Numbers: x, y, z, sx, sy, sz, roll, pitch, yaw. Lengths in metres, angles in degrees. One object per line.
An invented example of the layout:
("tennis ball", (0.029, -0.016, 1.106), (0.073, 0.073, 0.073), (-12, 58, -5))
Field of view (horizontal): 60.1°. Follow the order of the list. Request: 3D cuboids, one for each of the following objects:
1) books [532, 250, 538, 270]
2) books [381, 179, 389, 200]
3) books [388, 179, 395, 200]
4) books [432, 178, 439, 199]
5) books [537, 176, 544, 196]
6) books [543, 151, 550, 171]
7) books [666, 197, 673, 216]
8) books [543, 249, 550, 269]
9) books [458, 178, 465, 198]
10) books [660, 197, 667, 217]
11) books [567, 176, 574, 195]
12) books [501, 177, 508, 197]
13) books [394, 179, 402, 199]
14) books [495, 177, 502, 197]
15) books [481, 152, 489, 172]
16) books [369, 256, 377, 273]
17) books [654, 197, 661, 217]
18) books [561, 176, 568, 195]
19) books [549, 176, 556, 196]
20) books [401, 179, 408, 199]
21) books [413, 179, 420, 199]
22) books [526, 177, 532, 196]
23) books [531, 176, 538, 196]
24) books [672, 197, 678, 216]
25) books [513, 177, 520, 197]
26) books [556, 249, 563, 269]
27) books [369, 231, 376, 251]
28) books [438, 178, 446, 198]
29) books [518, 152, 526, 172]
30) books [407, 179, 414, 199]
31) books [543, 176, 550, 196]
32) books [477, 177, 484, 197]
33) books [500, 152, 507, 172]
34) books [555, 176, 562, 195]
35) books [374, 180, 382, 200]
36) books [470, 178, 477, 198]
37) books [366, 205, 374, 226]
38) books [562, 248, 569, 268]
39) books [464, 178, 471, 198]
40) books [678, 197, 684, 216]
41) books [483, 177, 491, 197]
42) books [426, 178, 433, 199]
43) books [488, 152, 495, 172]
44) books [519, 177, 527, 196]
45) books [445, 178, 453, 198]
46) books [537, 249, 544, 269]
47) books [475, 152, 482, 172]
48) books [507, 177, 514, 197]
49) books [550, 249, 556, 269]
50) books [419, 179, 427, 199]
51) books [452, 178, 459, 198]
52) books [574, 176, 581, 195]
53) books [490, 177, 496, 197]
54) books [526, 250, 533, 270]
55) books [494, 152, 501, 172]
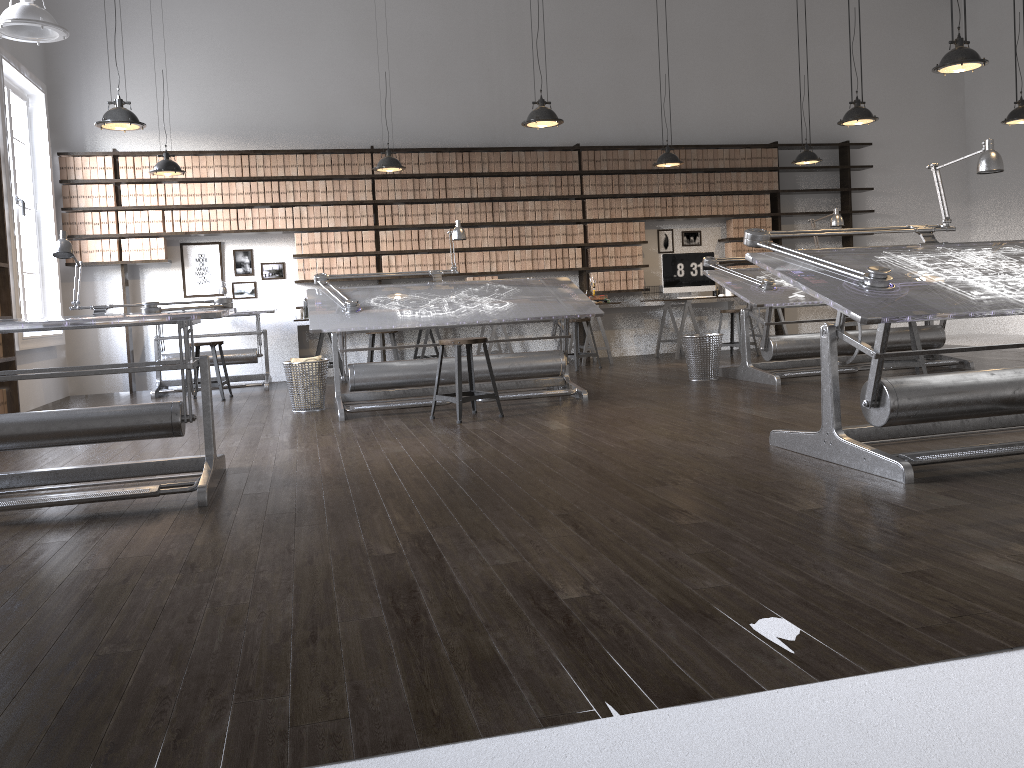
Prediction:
("books", (0.238, -1.400, 10.015), (0.067, 0.225, 0.175), (-4, 4, -13))
("books", (-1.385, -2.094, 9.606), (0.067, 0.225, 0.175), (-4, 4, -13))
("books", (-1.315, -2.099, 9.618), (0.067, 0.225, 0.175), (-4, 4, -13))
("books", (-0.848, -2.134, 9.734), (0.067, 0.225, 0.175), (-4, 4, -13))
("books", (0.297, -2.220, 10.003), (0.067, 0.225, 0.175), (-4, 4, -13))
("books", (0.369, -2.502, 10.008), (0.067, 0.225, 0.175), (-4, 4, -13))
("books", (1.812, -2.064, 10.363), (0.067, 0.225, 0.175), (-4, 4, -13))
("books", (0.377, -1.410, 10.043), (0.067, 0.225, 0.175), (-4, 4, -13))
("books", (-0.576, -2.154, 9.790), (0.067, 0.225, 0.175), (-4, 4, -13))
("books", (1.738, -2.059, 10.351), (0.067, 0.225, 0.175), (-4, 4, -13))
("books", (0.649, -2.246, 10.086), (0.067, 0.225, 0.175), (-4, 4, -13))
("books", (-0.101, -2.190, 9.910), (0.067, 0.225, 0.175), (-4, 4, -13))
("books", (-1.245, -2.104, 9.636), (0.067, 0.225, 0.175), (-4, 4, -13))
("books", (-0.167, -2.184, 9.887), (0.067, 0.225, 0.175), (-4, 4, -13))
("books", (-0.315, -2.451, 9.847), (0.067, 0.225, 0.175), (-4, 4, -13))
("books", (-1.509, -1.269, 9.598), (0.067, 0.225, 0.175), (-4, 4, -13))
("books", (1.670, -2.053, 10.330), (0.067, 0.225, 0.175), (-4, 4, -13))
("books", (0.578, -2.240, 10.064), (0.067, 0.225, 0.175), (-4, 4, -13))
("books", (0.436, -2.230, 10.031), (0.067, 0.225, 0.175), (-4, 4, -13))
("books", (-1.185, -2.109, 9.652), (0.067, 0.225, 0.175), (-4, 4, -13))
("books", (-1.055, -2.119, 9.684), (0.067, 0.225, 0.175), (-4, 4, -13))
("books", (0.167, -2.210, 9.971), (0.067, 0.225, 0.175), (-4, 4, -13))
("books", (0.233, -2.214, 9.982), (0.067, 0.225, 0.175), (-4, 4, -13))
("books", (1.883, -2.070, 10.385), (0.067, 0.225, 0.175), (-4, 4, -13))
("books", (0.037, -2.200, 9.936), (0.067, 0.225, 0.175), (-4, 4, -13))
("books", (0.519, -1.421, 10.076), (0.067, 0.225, 0.175), (-4, 4, -13))
("books", (-1.519, -1.538, 9.586), (0.067, 0.225, 0.175), (-4, 4, -13))
("books", (-0.774, -2.139, 9.745), (0.067, 0.225, 0.175), (-4, 4, -13))
("books", (0.095, -2.481, 9.943), (0.067, 0.225, 0.175), (-4, 4, -13))
("books", (-1.119, -2.113, 9.663), (0.067, 0.225, 0.175), (-4, 4, -13))
("books", (0.366, -2.225, 10.019), (0.067, 0.225, 0.175), (-4, 4, -13))
("books", (-0.364, -2.170, 9.842), (0.067, 0.225, 0.175), (-4, 4, -13))
("books", (-0.107, -2.466, 9.897), (0.067, 0.225, 0.175), (-4, 4, -13))
("books", (0.504, -2.235, 10.052), (0.067, 0.225, 0.175), (-4, 4, -13))
("books", (-1.453, -2.089, 9.592), (0.067, 0.225, 0.175), (-4, 4, -13))
("books", (-0.436, -2.164, 9.827), (0.067, 0.225, 0.175), (-4, 4, -13))
("books", (-1.538, -1.815, 9.579), (0.067, 0.225, 0.175), (-4, 4, -13))
("books", (0.590, -1.426, 10.098), (0.067, 0.225, 0.175), (-4, 4, -13))
("books", (-0.506, -2.159, 9.807), (0.067, 0.225, 0.175), (-4, 4, -13))
("books", (1.948, -2.074, 10.394), (0.067, 0.225, 0.175), (-4, 4, -13))
("books", (-0.294, -2.175, 9.861), (0.067, 0.225, 0.175), (-4, 4, -13))
("books", (-0.916, -2.128, 9.713), (0.067, 0.225, 0.175), (-4, 4, -13))
("books", (-0.248, -2.456, 9.866), (0.067, 0.225, 0.175), (-4, 4, -13))
("books", (0.107, -2.205, 9.955), (0.067, 0.225, 0.175), (-4, 4, -13))
("books", (-0.703, -2.145, 9.768), (0.067, 0.225, 0.175), (-4, 4, -13))
("books", (0.307, -1.405, 10.031), (0.067, 0.225, 0.175), (-4, 4, -13))
("books", (-0.385, -2.445, 9.827), (0.067, 0.225, 0.175), (-4, 4, -13))
("books", (-0.033, -2.195, 9.924), (0.067, 0.225, 0.175), (-4, 4, -13))
("books", (0.445, -1.416, 10.064), (0.067, 0.225, 0.175), (-4, 4, -13))
("books", (-0.986, -2.124, 9.701), (0.067, 0.225, 0.175), (-4, 4, -13))
("books", (-0.639, -2.150, 9.780), (0.067, 0.225, 0.175), (-4, 4, -13))
("books", (0.723, -2.251, 10.101), (0.067, 0.225, 0.175), (-4, 4, -13))
("books", (-0.233, -2.180, 9.877), (0.067, 0.225, 0.175), (-4, 4, -13))
("books", (0.174, -1.395, 9.994), (0.067, 0.225, 0.175), (-4, 4, -13))
("books", (-0.180, -2.461, 9.881), (0.067, 0.225, 0.175), (-4, 4, -13))
